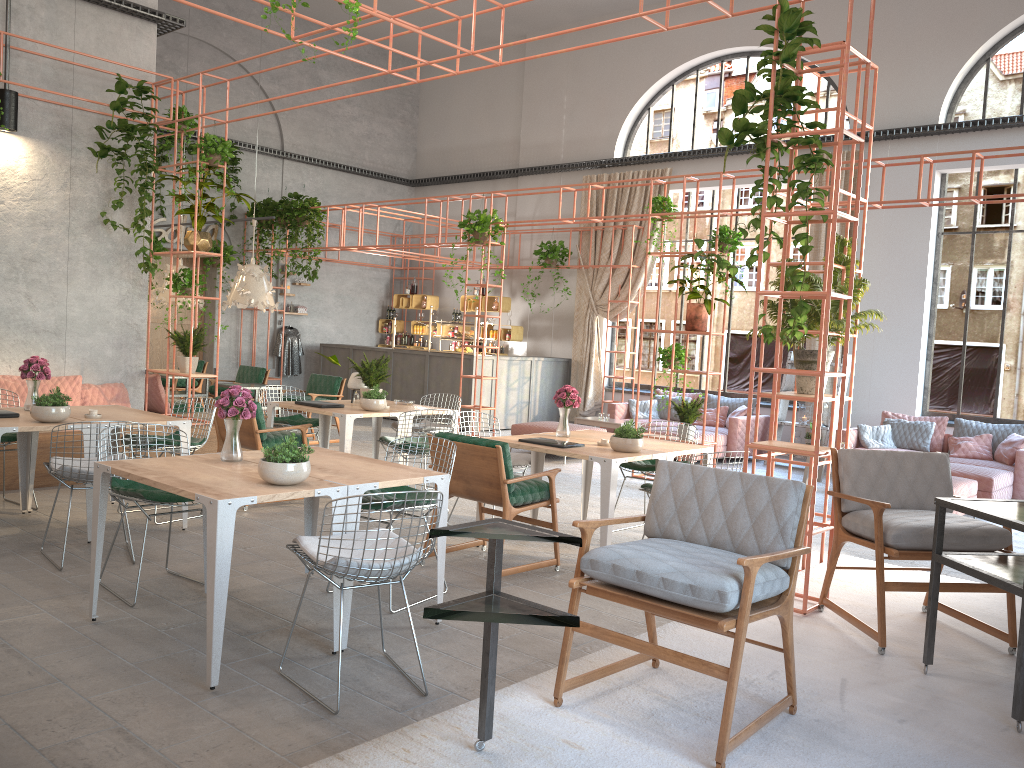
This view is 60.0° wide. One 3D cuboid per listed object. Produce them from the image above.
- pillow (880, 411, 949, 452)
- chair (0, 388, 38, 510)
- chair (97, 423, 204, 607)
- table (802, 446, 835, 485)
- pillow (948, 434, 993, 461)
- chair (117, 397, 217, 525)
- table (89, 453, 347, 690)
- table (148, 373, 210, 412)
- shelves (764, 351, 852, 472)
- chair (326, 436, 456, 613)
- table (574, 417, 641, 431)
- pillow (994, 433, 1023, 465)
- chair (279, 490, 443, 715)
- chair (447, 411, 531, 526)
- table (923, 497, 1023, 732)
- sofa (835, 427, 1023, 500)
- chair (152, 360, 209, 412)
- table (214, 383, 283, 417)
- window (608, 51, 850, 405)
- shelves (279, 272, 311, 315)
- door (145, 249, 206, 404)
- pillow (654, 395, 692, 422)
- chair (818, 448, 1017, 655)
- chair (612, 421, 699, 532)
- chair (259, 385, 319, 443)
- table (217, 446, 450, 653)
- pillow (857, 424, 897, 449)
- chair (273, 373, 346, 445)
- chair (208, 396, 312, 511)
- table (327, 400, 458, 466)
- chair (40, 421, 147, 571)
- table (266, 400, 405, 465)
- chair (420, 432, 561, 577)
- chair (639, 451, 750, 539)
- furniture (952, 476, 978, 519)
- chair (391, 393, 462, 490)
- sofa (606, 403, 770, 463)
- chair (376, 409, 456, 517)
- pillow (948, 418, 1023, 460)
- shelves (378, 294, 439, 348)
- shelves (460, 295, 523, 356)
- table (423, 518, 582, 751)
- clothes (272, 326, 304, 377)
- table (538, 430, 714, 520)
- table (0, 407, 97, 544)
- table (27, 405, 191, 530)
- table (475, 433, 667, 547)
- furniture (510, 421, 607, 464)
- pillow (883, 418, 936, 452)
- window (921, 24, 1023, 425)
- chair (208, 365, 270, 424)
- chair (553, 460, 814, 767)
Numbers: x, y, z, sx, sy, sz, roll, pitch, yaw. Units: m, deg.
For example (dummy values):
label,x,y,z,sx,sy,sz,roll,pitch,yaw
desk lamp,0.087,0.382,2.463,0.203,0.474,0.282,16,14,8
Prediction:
label,x,y,z,sx,sy,sz,roll,pitch,yaw
pillow,5.198,0.623,11.558,0.839,0.474,0.276,6,4,41
chair,-4.124,0.519,6.999,0.717,0.941,0.565,6,4,42
chair,-2.072,0.737,5.203,0.717,0.941,0.565,6,4,42
table,4.033,1.036,10.623,0.916,0.455,0.520,6,4,41
pillow,5.601,0.754,10.835,0.479,0.317,0.441,5,3,22
chair,-2.769,0.588,7.147,0.565,0.941,0.717,6,4,37
table,-1.493,0.858,4.437,1.205,0.830,0.694,6,4,41
table,-4.637,0.273,12.284,0.602,0.798,0.635,6,4,41
shelves,4.172,0.362,12.471,0.842,1.618,0.856,6,4,41
chair,-0.718,0.806,5.351,0.565,0.941,0.717,6,4,37
table,1.382,0.751,12.943,0.916,0.455,0.520,6,4,41
pillow,5.904,0.771,10.496,0.308,0.349,0.495,3,3,1
chair,-0.674,0.885,3.990,0.565,0.941,0.717,1,4,-33
chair,-0.164,0.729,7.308,0.717,0.941,0.565,6,4,42
table,2.209,0.939,3.738,0.602,0.798,0.635,3,3,-9
sofa,4.956,0.978,10.617,2.219,0.672,1.960,6,4,41
chair,-5.324,0.063,14.123,0.722,0.930,0.685,6,4,41
table,-3.320,0.413,11.132,0.602,0.798,0.635,6,4,41
window,3.455,-2.562,14.460,4.127,5.538,0.089,6,4,41
shelves,-4.109,-1.707,16.796,0.186,0.790,0.560,6,4,41
door,-6.230,-1.005,15.717,0.551,2.729,1.360,6,4,41
pillow,2.436,0.373,13.776,0.666,0.385,0.289,6,4,41
chair,2.077,0.829,4.573,0.722,0.914,0.685,3,3,-9
chair,1.191,0.798,7.456,0.565,0.941,0.717,6,4,37
chair,-2.264,0.507,9.122,0.717,0.941,0.565,6,4,42
table,-1.039,0.854,4.962,1.214,0.830,0.694,6,4,41
pillow,4.709,0.687,11.387,0.500,0.324,0.307,3,3,-14
chair,-2.697,0.342,11.823,0.722,0.929,0.685,6,4,41
chair,-2.237,0.583,7.874,0.722,0.917,0.685,6,4,41
table,-1.229,0.624,8.883,1.214,0.830,0.694,6,4,41
chair,-2.726,0.667,5.786,0.565,0.941,0.717,1,4,-33
table,-1.684,0.628,8.356,1.205,0.830,0.694,6,4,41
chair,-0.137,0.804,6.059,0.722,0.917,0.685,6,4,41
chair,1.234,0.877,6.095,0.565,0.941,0.717,1,4,-33
furniture,4.082,1.127,9.008,0.976,0.446,0.941,6,4,41
chair,-0.909,0.576,9.271,0.565,0.941,0.717,6,4,37
sofa,2.305,0.697,12.938,2.219,0.672,1.960,6,4,41
chair,-0.866,0.655,7.909,0.565,0.941,0.717,1,4,-33
pillow,5.870,0.698,10.954,0.836,0.476,0.273,6,4,41
shelves,-2.013,-0.882,17.947,1.750,1.838,0.328,6,4,41
shelves,-0.573,-0.729,16.687,1.750,1.838,0.328,6,4,41
table,-0.058,0.873,2.592,0.602,0.798,0.635,6,4,41
clothes,-4.213,-0.595,16.813,0.366,0.997,0.625,5,3,21
table,0.870,0.858,7.069,1.214,0.830,0.694,6,4,41
table,-3.545,0.640,6.233,1.205,0.830,0.694,6,4,41
table,-3.089,0.637,6.759,1.214,0.830,0.694,6,4,41
table,0.414,0.862,6.542,1.205,0.830,0.694,6,4,41
furniture,0.633,0.760,12.028,0.976,0.446,0.941,6,4,41
pillow,5.087,0.655,11.455,0.666,0.385,0.289,6,4,41
window,7.449,-2.135,10.963,4.126,5.544,0.089,6,4,41
chair,-4.024,0.201,12.985,0.722,0.930,0.685,6,4,41
chair,0.676,0.806,3.409,0.722,0.929,0.685,6,4,41
